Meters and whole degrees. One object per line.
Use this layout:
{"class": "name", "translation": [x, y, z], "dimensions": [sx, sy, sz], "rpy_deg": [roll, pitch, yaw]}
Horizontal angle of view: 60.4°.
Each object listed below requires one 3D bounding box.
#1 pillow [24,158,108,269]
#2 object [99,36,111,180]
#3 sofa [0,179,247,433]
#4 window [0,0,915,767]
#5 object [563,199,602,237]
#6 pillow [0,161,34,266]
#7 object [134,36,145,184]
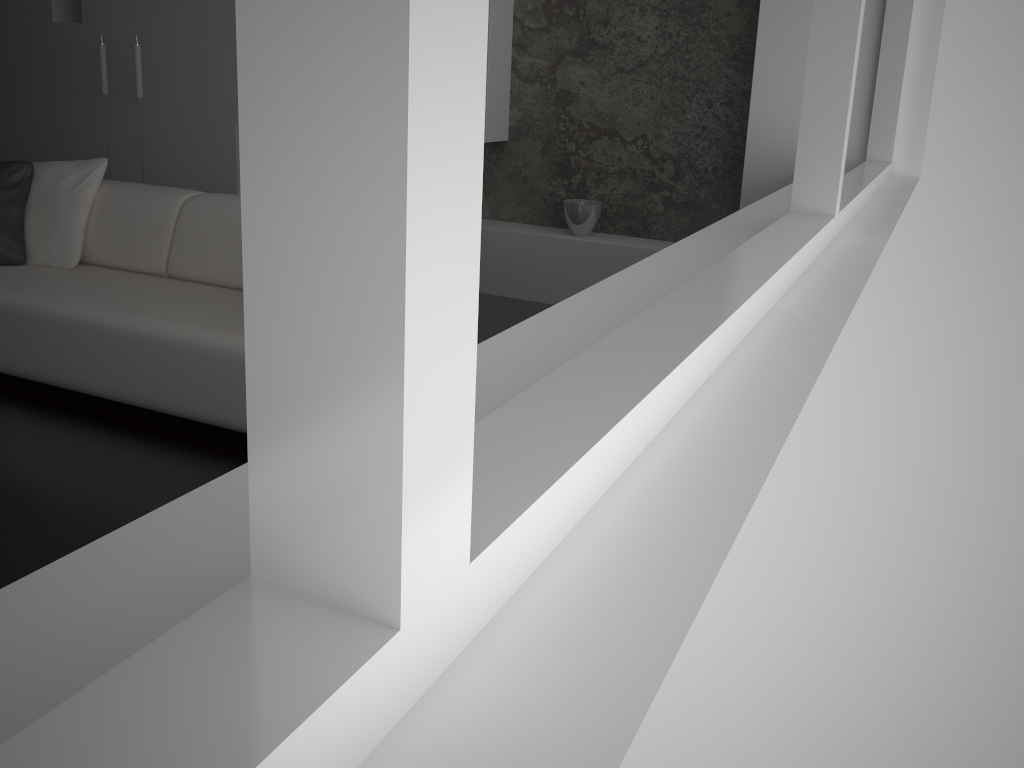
{"class": "pillow", "translation": [-2.074, -0.748, 3.872], "dimensions": [0.586, 0.486, 0.332], "rpy_deg": [7, 16, 15]}
{"class": "object", "translation": [-2.767, -1.665, 6.030], "dimensions": [0.181, 1.357, 0.184], "rpy_deg": [9, 15, 25]}
{"class": "sofa", "translation": [-1.477, -0.415, 3.547], "dimensions": [2.254, 0.642, 0.941], "rpy_deg": [11, 19, 23]}
{"class": "window", "translation": [-0.068, -0.485, 0.414], "dimensions": [0.111, 1.389, 8.244], "rpy_deg": [9, 20, 24]}
{"class": "object", "translation": [0.389, -0.923, 4.919], "dimensions": [0.216, 0.185, 0.221], "rpy_deg": [9, 18, 19]}
{"class": "pillow", "translation": [-2.326, -0.728, 3.688], "dimensions": [0.566, 0.437, 0.285], "rpy_deg": [-4, 16, -19]}
{"class": "object", "translation": [-2.414, -1.552, 5.749], "dimensions": [0.181, 1.357, 0.184], "rpy_deg": [9, 15, 25]}
